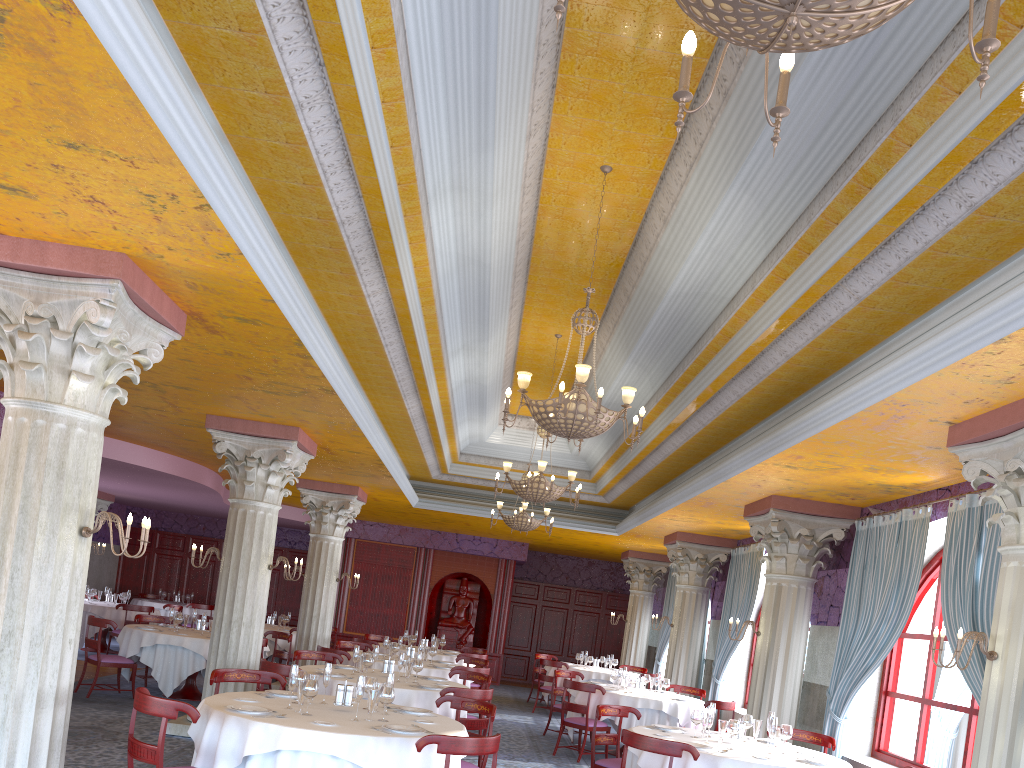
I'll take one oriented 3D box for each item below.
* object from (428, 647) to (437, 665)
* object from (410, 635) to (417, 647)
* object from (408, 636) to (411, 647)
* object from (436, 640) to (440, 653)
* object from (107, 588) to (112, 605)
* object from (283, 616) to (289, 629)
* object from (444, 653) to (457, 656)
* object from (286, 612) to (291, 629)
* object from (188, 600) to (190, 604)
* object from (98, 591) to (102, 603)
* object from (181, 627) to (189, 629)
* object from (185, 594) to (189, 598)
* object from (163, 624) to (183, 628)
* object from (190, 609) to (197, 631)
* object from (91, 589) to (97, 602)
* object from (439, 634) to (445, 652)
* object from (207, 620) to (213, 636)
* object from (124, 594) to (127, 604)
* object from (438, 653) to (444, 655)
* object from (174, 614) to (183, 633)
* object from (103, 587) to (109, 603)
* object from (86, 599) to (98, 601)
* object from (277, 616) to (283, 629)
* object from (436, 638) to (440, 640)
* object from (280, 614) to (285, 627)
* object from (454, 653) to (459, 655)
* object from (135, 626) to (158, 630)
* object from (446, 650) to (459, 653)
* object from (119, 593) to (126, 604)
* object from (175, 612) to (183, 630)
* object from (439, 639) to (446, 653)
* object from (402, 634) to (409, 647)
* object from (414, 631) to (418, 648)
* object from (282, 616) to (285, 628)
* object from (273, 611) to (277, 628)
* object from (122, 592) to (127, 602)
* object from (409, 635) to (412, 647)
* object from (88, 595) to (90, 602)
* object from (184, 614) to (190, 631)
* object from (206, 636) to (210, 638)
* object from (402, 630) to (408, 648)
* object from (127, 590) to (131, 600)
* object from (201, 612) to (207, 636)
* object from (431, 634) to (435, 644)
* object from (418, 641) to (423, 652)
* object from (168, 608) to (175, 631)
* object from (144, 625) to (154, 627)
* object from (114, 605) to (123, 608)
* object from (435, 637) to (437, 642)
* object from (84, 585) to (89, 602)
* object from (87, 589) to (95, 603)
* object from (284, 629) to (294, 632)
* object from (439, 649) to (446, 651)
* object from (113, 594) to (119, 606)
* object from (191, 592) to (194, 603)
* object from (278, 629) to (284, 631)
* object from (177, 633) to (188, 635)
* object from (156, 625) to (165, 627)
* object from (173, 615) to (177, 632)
[{"bbox_3d":[-1.178,4.024,12.666,0.125,0.262,0.121,9,-3,-32],"label":"object"},{"bbox_3d":[-1.822,4.763,15.776,0.123,0.262,0.123,8,-3,-10],"label":"object"},{"bbox_3d":[-1.896,4.791,15.868,0.087,0.235,0.085,8,-2,-21],"label":"object"},{"bbox_3d":[-1.393,4.870,15.910,0.085,0.235,0.087,7,-2,24],"label":"object"},{"bbox_3d":[-7.921,4.188,16.854,0.074,0.333,0.074,8,-1,-10],"label":"object"},{"bbox_3d":[-4.438,4.676,16.780,0.123,0.262,0.123,8,-3,-10],"label":"object"},{"bbox_3d":[-1.120,4.937,15.625,0.313,0.024,0.323,8,-15,-1],"label":"object"},{"bbox_3d":[-4.466,4.730,17.133,0.073,0.333,0.075,7,-1,35],"label":"object"},{"bbox_3d":[-8.273,5.541,21.939,0.087,0.235,0.085,8,-2,-21],"label":"object"},{"bbox_3d":[-8.391,4.324,17.420,0.087,0.235,0.085,8,-2,-21],"label":"object"},{"bbox_3d":[-5.080,3.794,13.317,0.231,0.013,0.028,-6,-18,43],"label":"object"},{"bbox_3d":[-8.344,5.542,22.031,0.121,0.262,0.125,6,-3,35],"label":"object"},{"bbox_3d":[-5.218,3.738,13.197,0.313,0.024,0.323,8,-15,-1],"label":"object"},{"bbox_3d":[-4.830,3.586,13.011,0.073,0.333,0.075,7,-1,35],"label":"object"},{"bbox_3d":[-8.480,4.279,17.346,0.121,0.262,0.125,6,-3,35],"label":"object"},{"bbox_3d":[-1.329,4.943,16.336,0.073,0.333,0.075,7,-1,35],"label":"object"},{"bbox_3d":[-4.373,3.546,12.445,0.085,0.235,0.087,7,-2,24],"label":"object"},{"bbox_3d":[-7.888,4.403,17.461,0.085,0.235,0.087,7,-2,24],"label":"object"},{"bbox_3d":[-1.260,4.892,15.505,0.231,0.013,0.028,-6,-18,43],"label":"object"},{"bbox_3d":[-4.802,3.439,12.312,0.121,0.262,0.124,7,-3,13],"label":"object"},{"bbox_3d":[-8.304,4.313,17.520,0.074,0.333,0.074,8,-1,-10],"label":"object"},{"bbox_3d":[-8.693,4.465,17.705,0.318,0.024,0.318,13,-16,-20],"label":"object"},{"bbox_3d":[-4.531,4.657,16.707,0.085,0.235,0.087,7,-2,24],"label":"object"},{"bbox_3d":[-1.434,4.999,16.417,0.086,0.235,0.086,8,-2,1],"label":"object"},{"bbox_3d":[-4.642,4.788,17.306,0.121,0.262,0.124,7,-3,13],"label":"object"},{"bbox_3d":[-1.037,5.114,16.218,0.159,0.009,0.164,8,-15,-1],"label":"object"},{"bbox_3d":[-5.173,3.456,12.114,0.313,0.024,0.323,8,-15,-1],"label":"object"},{"bbox_3d":[-1.165,5.219,16.708,0.318,0.024,0.318,13,-16,-20],"label":"object"},{"bbox_3d":[-7.754,4.292,17.027,0.121,0.262,0.124,7,-3,13],"label":"object"},{"bbox_3d":[-5.006,3.552,12.838,0.121,0.262,0.124,7,-3,13],"label":"object"},{"bbox_3d":[-1.301,4.888,15.983,0.123,0.262,0.123,8,-3,-10],"label":"object"},{"bbox_3d":[-2.026,4.875,16.302,0.123,0.262,0.123,8,-3,-10],"label":"object"},{"bbox_3d":[-1.850,4.909,16.475,0.073,0.333,0.075,7,-1,35],"label":"object"},{"bbox_3d":[-4.571,4.786,17.215,0.087,0.235,0.084,9,-2,-44],"label":"object"},{"bbox_3d":[-4.605,4.571,16.607,0.073,0.333,0.075,7,-1,35],"label":"object"},{"bbox_3d":[-7.959,4.404,17.553,0.123,0.262,0.123,8,-3,-10],"label":"object"},{"bbox_3d":[-1.937,4.920,16.376,0.085,0.235,0.087,7,-2,24],"label":"object"},{"bbox_3d":[-8.350,4.195,16.912,0.087,0.235,0.085,8,-2,-21],"label":"object"},{"bbox_3d":[-4.917,3.596,12.911,0.087,0.235,0.084,9,-2,-44],"label":"object"},{"bbox_3d":[-4.240,3.569,12.041,0.231,0.013,0.028,-6,-18,43],"label":"object"},{"bbox_3d":[-1.989,4.751,15.949,0.073,0.333,0.075,7,-1,35],"label":"object"},{"bbox_3d":[-7.782,4.347,17.380,0.074,0.333,0.074,8,-1,-10],"label":"object"},{"bbox_3d":[-4.447,3.460,12.345,0.073,0.333,0.075,7,-1,35],"label":"object"},{"bbox_3d":[-1.467,4.784,15.809,0.073,0.333,0.075,7,-1,35],"label":"object"},{"bbox_3d":[-1.345,3.920,12.493,0.073,0.333,0.075,7,-1,35],"label":"object"},{"bbox_3d":[-4.968,3.427,12.485,0.073,0.333,0.075,7,-1,35],"label":"object"},{"bbox_3d":[-5.351,3.579,12.637,0.157,0.009,0.165,3,-15,18],"label":"object"},{"bbox_3d":[-7.574,4.341,16.669,0.318,0.024,0.318,13,-16,-20],"label":"object"},{"bbox_3d":[-1.505,5.000,16.509,0.123,0.262,0.123,8,-3,-10],"label":"object"},{"bbox_3d":[-8.443,4.155,16.993,0.074,0.333,0.074,8,-1,-10],"label":"object"},{"bbox_3d":[-8.276,4.167,16.820,0.123,0.262,0.123,8,-3,-10],"label":"object"},{"bbox_3d":[-4.257,4.724,16.422,0.313,0.024,0.323,8,-15,-1],"label":"object"},{"bbox_3d":[-1.341,5.228,16.824,0.265,0.019,0.054,21,-18,-41],"label":"object"},{"bbox_3d":[-7.847,4.274,16.954,0.086,0.235,0.086,8,-2,1],"label":"object"},{"bbox_3d":[-8.167,5.484,21.858,0.074,0.333,0.074,8,-1,-10],"label":"object"},{"bbox_3d":[-4.397,4.680,16.302,0.231,0.013,0.028,-6,-18,43],"label":"object"},{"bbox_3d":[-4.627,3.513,12.022,0.162,0.009,0.160,16,-17,-30],"label":"object"},{"bbox_3d":[-5.334,3.677,13.020,0.056,0.019,0.257,19,-18,-40],"label":"object"},{"bbox_3d":[-4.876,3.467,12.404,0.087,0.235,0.085,8,-2,-21],"label":"object"}]
